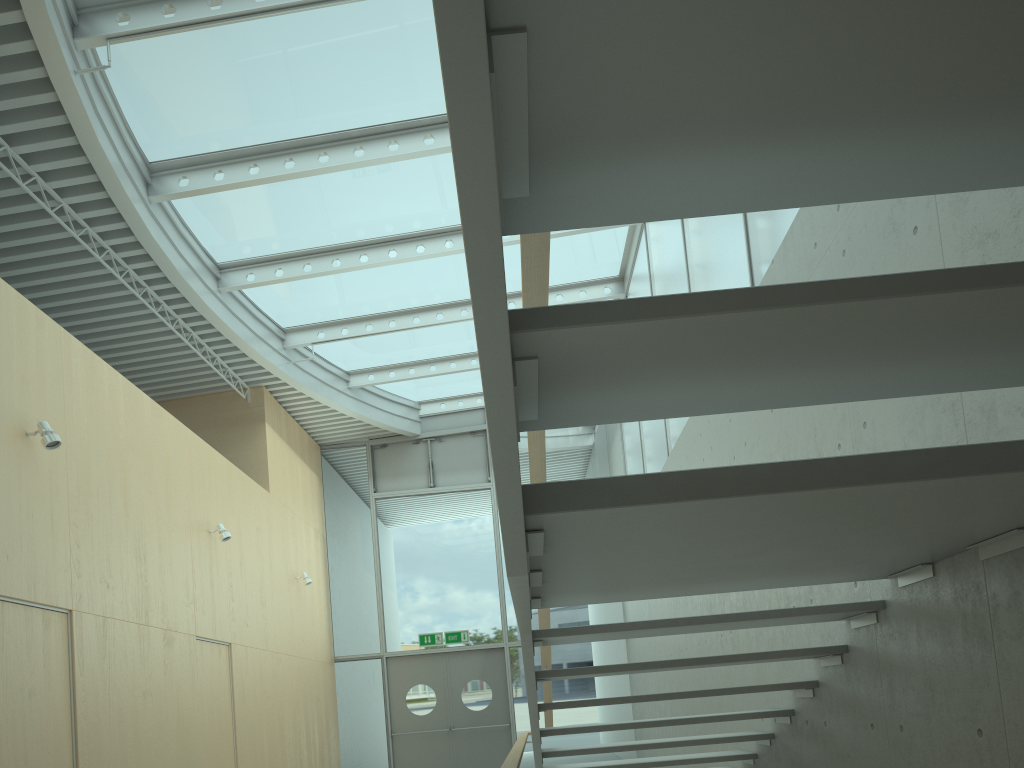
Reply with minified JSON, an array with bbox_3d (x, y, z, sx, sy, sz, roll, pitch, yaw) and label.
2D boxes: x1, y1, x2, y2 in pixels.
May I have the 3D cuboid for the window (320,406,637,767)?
[{"bbox_3d":[-0.584,3.326,13.762,4.861,6.095,0.113,-5,-5,1],"label":"window"}]

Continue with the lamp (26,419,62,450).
[{"bbox_3d":[-3.075,0.330,5.560,0.231,0.190,0.147,0,-12,-18],"label":"lamp"}]

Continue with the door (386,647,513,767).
[{"bbox_3d":[-0.991,5.334,13.596,1.923,2.043,0.180,-5,-5,1],"label":"door"}]

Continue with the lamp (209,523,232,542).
[{"bbox_3d":[-2.986,1.514,8.675,0.231,0.190,0.147,0,-12,-18],"label":"lamp"}]

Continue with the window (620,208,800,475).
[{"bbox_3d":[1.470,-0.740,8.280,0.030,2.629,16.547,-5,-20,0],"label":"window"}]

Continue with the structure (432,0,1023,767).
[{"bbox_3d":[0.767,0.024,2.204,1.887,4.033,13.332,-5,-19,0],"label":"structure"}]

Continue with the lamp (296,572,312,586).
[{"bbox_3d":[-2.896,2.706,11.812,0.231,0.190,0.147,0,-12,-18],"label":"lamp"}]

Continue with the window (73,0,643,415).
[{"bbox_3d":[-0.567,0.965,8.196,4.786,6.006,16.730,-5,-19,0],"label":"window"}]
